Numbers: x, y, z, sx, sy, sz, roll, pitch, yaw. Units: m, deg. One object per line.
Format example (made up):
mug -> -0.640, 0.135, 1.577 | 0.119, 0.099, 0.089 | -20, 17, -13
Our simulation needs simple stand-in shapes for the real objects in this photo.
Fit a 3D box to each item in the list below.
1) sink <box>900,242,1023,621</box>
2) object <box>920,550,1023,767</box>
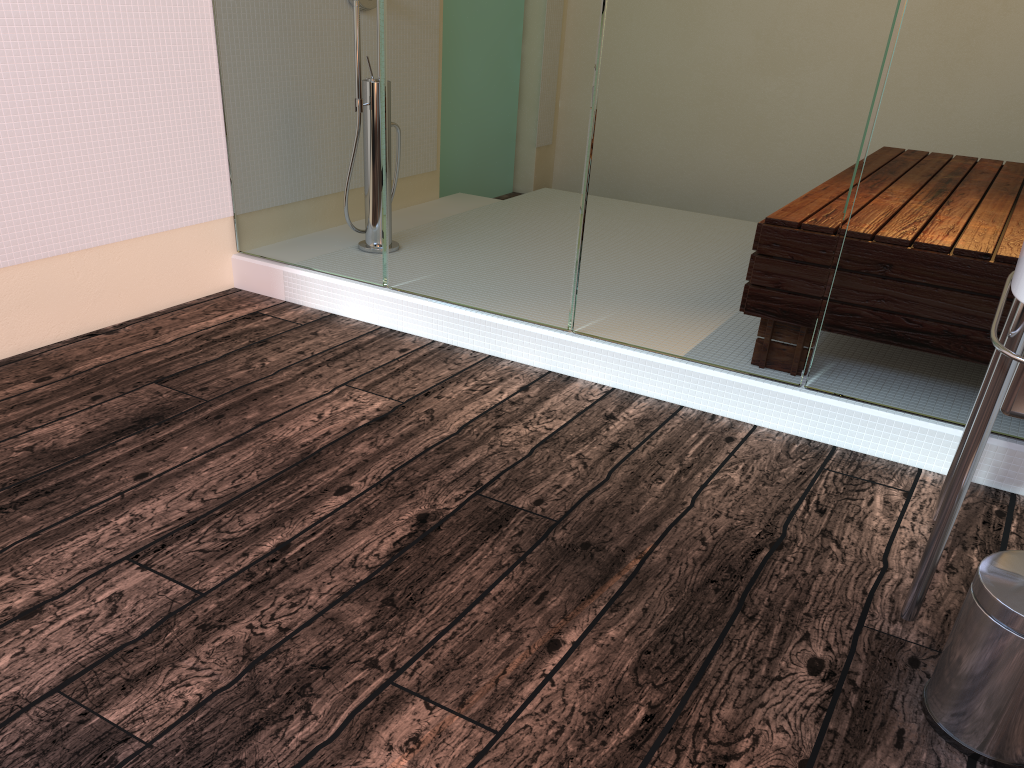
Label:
sink -> 0.965, 0.088, 1.539 | 0.344, 0.798, 0.673 | 18, 30, 25
object -> 0.796, 0.476, 1.378 | 0.223, 0.311, 0.219 | 1, 27, -6
